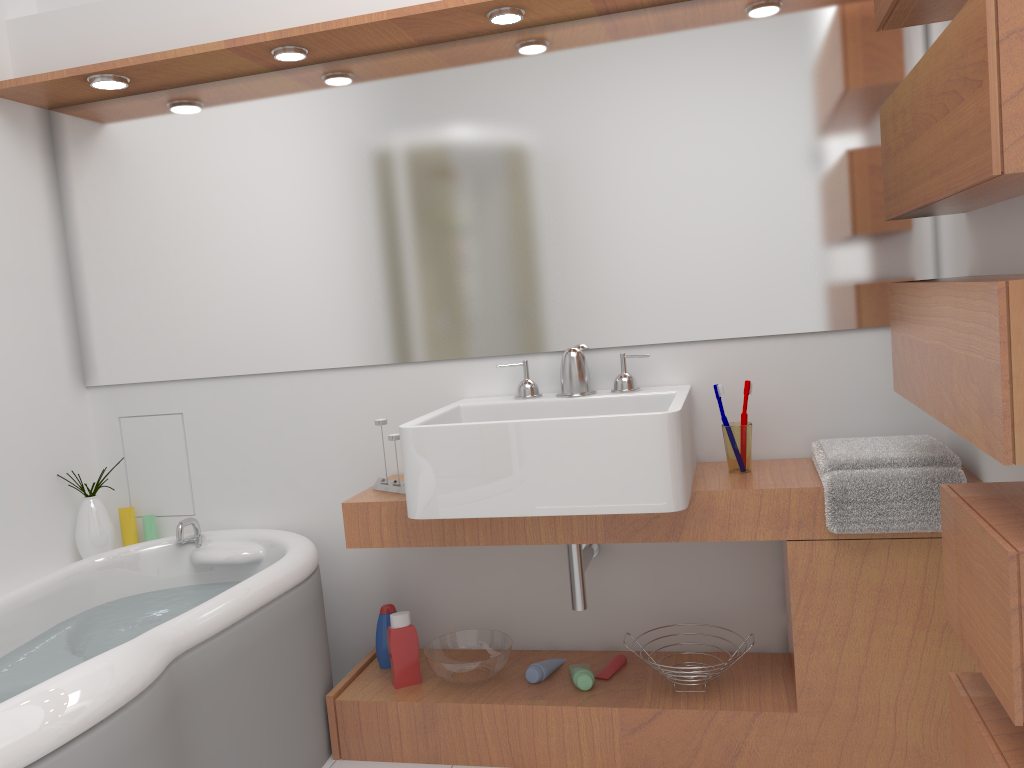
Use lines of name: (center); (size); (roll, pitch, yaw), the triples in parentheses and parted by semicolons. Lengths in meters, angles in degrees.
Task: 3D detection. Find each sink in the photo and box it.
sink: (0.126, 0.258, 2.260); (0.657, 0.673, 0.552); (-4, 5, 15)

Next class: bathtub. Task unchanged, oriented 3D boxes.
bathtub: (-1.051, 0.793, 1.945); (1.055, 0.674, 1.863); (-4, 5, 15)

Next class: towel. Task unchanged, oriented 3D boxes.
towel: (0.890, 0.231, 2.128); (0.272, 0.140, 0.359); (-4, 5, 15)

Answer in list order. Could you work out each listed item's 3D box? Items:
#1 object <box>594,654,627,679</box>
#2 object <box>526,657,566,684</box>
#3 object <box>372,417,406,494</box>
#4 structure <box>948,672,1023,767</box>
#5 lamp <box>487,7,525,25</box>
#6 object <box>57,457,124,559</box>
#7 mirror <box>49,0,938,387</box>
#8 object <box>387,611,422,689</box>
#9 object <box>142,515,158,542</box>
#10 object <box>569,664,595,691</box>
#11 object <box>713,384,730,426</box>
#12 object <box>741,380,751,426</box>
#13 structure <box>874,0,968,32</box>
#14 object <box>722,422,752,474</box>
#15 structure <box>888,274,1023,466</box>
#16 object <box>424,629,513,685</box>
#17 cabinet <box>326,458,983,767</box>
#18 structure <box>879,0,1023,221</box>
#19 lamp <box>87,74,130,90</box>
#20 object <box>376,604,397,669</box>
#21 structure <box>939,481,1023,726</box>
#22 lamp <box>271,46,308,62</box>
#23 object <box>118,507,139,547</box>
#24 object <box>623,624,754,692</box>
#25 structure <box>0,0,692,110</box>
object: (0.273, 0.775, 2.422); (0.042, 0.037, 0.133); (-2, 6, 33)
object: (0.094, 0.775, 2.457); (0.059, 0.052, 0.187); (-3, 6, 26)
object: (-0.315, 0.191, 2.417); (0.182, 0.203, 0.059); (0, 7, 45)
structure: (0.838, 0.665, 1.412); (0.165, 0.245, 0.417); (-4, 5, 15)
lamp: (-0.016, -0.944, 2.275); (0.098, 0.018, 0.098); (-2, 6, 35)
object: (-1.296, 0.410, 2.774); (0.215, 0.326, 0.154); (-10, 7, -44)
mirror: (-0.194, -0.515, 2.538); (2.600, 0.887, 0.022); (-4, 5, 15)
object: (-0.299, 0.733, 2.448); (0.079, 0.207, 0.046); (-7, 5, -20)
object: (-1.165, 0.489, 2.861); (0.038, 0.133, 0.038); (-10, 7, -42)
object: (0.187, 0.772, 2.393); (0.059, 0.052, 0.187); (-5, 5, -1)
object: (0.557, 0.113, 2.269); (0.070, 0.228, 0.016); (-1, 7, 40)
object: (0.599, 0.107, 2.275); (0.052, 0.231, 0.016); (-9, 6, -36)
structure: (0.758, -0.849, 1.492); (0.165, 0.245, 0.860); (-4, 5, 15)
object: (0.577, 0.166, 2.260); (0.076, 0.130, 0.076); (-8, 6, -33)
structure: (0.829, -0.064, 1.562); (0.165, 0.245, 0.860); (-4, 5, 15)
object: (-0.117, 0.769, 2.458); (0.245, 0.090, 0.245); (-6, 5, -14)
cabinet: (0.315, 0.603, 2.344); (1.635, 0.719, 0.355); (-4, 5, 15)
structure: (0.795, -0.442, 1.529); (0.165, 0.245, 0.860); (-4, 5, 15)
lamp: (-1.155, -0.865, 2.540); (0.113, 0.021, 0.113); (-6, 5, -14)
object: (-0.354, 0.734, 2.581); (0.092, 0.190, 0.044); (-7, 5, -18)
structure: (0.807, 0.318, 1.381); (0.165, 0.245, 0.417); (-4, 5, 15)
lamp: (-0.608, -0.905, 2.429); (0.098, 0.018, 0.098); (-2, 6, 35)
object: (-1.243, 0.482, 2.880); (0.047, 0.162, 0.047); (-1, 7, 41)
object: (0.459, 0.715, 2.291); (0.291, 0.126, 0.291); (-8, 6, -27)
structure: (-0.279, -1.056, 2.364); (2.606, 0.240, 0.287); (-4, 5, 15)
